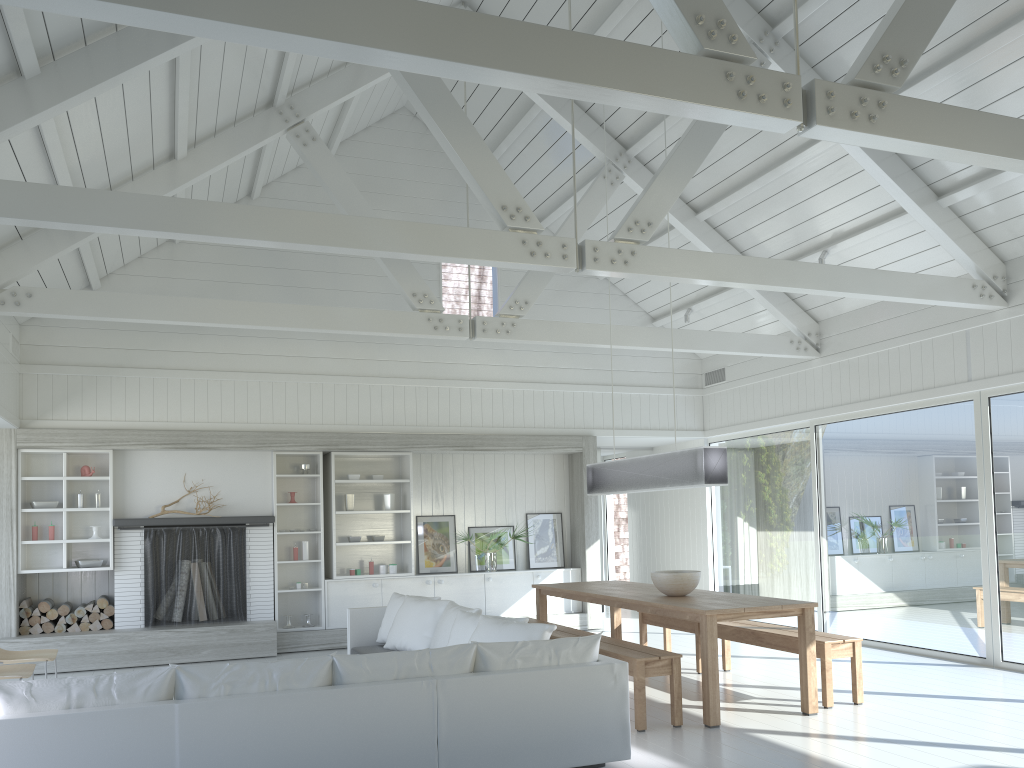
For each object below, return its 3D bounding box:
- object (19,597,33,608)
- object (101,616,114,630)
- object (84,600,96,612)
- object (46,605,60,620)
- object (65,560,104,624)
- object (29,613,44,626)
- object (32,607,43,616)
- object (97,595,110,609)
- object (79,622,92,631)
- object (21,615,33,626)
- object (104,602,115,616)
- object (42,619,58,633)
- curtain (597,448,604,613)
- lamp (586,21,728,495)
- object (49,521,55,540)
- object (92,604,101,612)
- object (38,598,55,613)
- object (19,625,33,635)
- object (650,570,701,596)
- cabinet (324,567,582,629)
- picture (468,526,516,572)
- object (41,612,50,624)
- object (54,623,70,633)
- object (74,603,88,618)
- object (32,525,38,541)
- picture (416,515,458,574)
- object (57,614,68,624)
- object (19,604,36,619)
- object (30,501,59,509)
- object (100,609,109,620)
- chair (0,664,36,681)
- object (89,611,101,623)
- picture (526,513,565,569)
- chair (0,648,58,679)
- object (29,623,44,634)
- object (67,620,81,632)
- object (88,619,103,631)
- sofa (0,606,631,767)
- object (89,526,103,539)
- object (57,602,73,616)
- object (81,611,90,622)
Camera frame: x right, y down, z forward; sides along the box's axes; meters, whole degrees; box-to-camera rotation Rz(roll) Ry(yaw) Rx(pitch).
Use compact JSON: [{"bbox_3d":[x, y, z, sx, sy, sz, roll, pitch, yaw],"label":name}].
[{"bbox_3d":[-4.985,2.242,9.046,0.080,0.079,0.482,1,-9,-23],"label":"object"},{"bbox_3d":[-4.273,2.517,9.323,0.110,0.110,0.498,1,-9,-23],"label":"object"},{"bbox_3d":[-4.431,2.334,9.257,0.086,0.091,0.483,1,-9,-22],"label":"object"},{"bbox_3d":[-4.748,2.371,9.145,0.109,0.109,0.498,1,-9,-23],"label":"object"},{"bbox_3d":[-4.510,2.163,9.211,0.341,0.640,0.616,2,-6,-36],"label":"object"},{"bbox_3d":[-4.891,2.421,9.086,0.109,0.109,0.498,1,-9,-23],"label":"object"},{"bbox_3d":[-4.878,2.329,9.083,0.080,0.079,0.482,1,-9,-23],"label":"object"},{"bbox_3d":[-4.317,2.302,9.318,0.110,0.110,0.498,1,-9,-23],"label":"object"},{"bbox_3d":[-4.466,2.532,9.254,0.108,0.105,0.519,1,-9,-23],"label":"object"},{"bbox_3d":[-4.967,2.420,9.043,0.080,0.079,0.482,1,-9,-23],"label":"object"},{"bbox_3d":[-4.255,2.384,9.336,0.109,0.109,0.498,1,-9,-23],"label":"object"},{"bbox_3d":[-4.779,2.499,9.126,0.110,0.110,0.498,1,-9,-23],"label":"object"},{"bbox_3d":[0.854,2.064,12.464,1.006,2.357,0.117,0,-3,-21],"label":"curtain"},{"bbox_3d":[1.072,-1.231,7.318,0.200,4.219,1.919,0,-4,-21],"label":"lamp"},{"bbox_3d":[-4.700,1.497,9.002,0.054,0.195,0.054,0,-3,-20],"label":"object"},{"bbox_3d":[-4.371,2.347,9.279,0.080,0.079,0.482,1,-9,-23],"label":"object"},{"bbox_3d":[-4.816,2.291,9.124,0.110,0.110,0.498,1,-9,-23],"label":"object"},{"bbox_3d":[-4.973,2.514,9.058,0.108,0.105,0.519,1,-9,-23],"label":"object"},{"bbox_3d":[1.273,1.549,6.839,0.389,0.184,0.392,3,-9,-30],"label":"object"},{"bbox_3d":[-0.711,2.572,10.726,3.183,0.548,0.658,2,-7,-21],"label":"cabinet"},{"bbox_3d":[-0.245,2.041,10.932,0.609,0.550,0.054,1,-3,-21],"label":"picture"},{"bbox_3d":[-4.803,2.414,9.114,0.080,0.079,0.482,1,-9,-23],"label":"object"},{"bbox_3d":[-4.676,2.505,9.174,0.105,0.114,0.521,1,-9,-22],"label":"object"},{"bbox_3d":[-4.509,2.372,9.238,0.109,0.109,0.498,1,-9,-23],"label":"object"},{"bbox_3d":[-4.842,1.492,8.947,0.054,0.195,0.054,0,-3,-20],"label":"object"},{"bbox_3d":[-0.908,1.941,10.668,0.495,0.700,0.066,0,-3,-21],"label":"picture"},{"bbox_3d":[-4.659,2.431,9.162,0.080,0.079,0.482,1,-9,-23],"label":"object"},{"bbox_3d":[-4.972,2.334,9.060,0.109,0.109,0.498,1,-9,-23],"label":"object"},{"bbox_3d":[-4.777,1.241,9.003,0.242,0.072,0.244,5,-10,-36],"label":"object"},{"bbox_3d":[-4.296,2.432,9.310,0.080,0.079,0.482,1,-9,-23],"label":"object"},{"bbox_3d":[-3.467,1.955,5.779,0.555,0.776,0.599,0,-5,-21],"label":"chair"},{"bbox_3d":[-4.385,2.439,9.283,0.109,0.109,0.498,1,-9,-23],"label":"object"},{"bbox_3d":[0.426,1.989,11.186,0.495,0.700,0.066,0,-3,-21],"label":"picture"},{"bbox_3d":[-3.696,2.078,6.526,0.555,0.776,0.599,0,-5,-21],"label":"chair"},{"bbox_3d":[-4.881,2.513,9.103,0.134,0.146,0.552,1,-9,-21],"label":"object"},{"bbox_3d":[-4.559,2.543,9.226,0.134,0.146,0.552,1,-9,-21],"label":"object"},{"bbox_3d":[-4.374,2.531,9.299,0.134,0.146,0.552,1,-9,-21],"label":"object"},{"bbox_3d":[-1.717,1.989,6.103,3.478,0.733,4.169,2,-9,-21],"label":"sofa"},{"bbox_3d":[-4.321,1.543,9.144,0.137,0.129,0.138,3,-7,-34],"label":"object"},{"bbox_3d":[-4.653,2.340,9.184,0.109,0.109,0.498,1,-9,-23],"label":"object"},{"bbox_3d":[-4.460,2.438,9.239,0.080,0.079,0.482,1,-9,-23],"label":"object"}]
